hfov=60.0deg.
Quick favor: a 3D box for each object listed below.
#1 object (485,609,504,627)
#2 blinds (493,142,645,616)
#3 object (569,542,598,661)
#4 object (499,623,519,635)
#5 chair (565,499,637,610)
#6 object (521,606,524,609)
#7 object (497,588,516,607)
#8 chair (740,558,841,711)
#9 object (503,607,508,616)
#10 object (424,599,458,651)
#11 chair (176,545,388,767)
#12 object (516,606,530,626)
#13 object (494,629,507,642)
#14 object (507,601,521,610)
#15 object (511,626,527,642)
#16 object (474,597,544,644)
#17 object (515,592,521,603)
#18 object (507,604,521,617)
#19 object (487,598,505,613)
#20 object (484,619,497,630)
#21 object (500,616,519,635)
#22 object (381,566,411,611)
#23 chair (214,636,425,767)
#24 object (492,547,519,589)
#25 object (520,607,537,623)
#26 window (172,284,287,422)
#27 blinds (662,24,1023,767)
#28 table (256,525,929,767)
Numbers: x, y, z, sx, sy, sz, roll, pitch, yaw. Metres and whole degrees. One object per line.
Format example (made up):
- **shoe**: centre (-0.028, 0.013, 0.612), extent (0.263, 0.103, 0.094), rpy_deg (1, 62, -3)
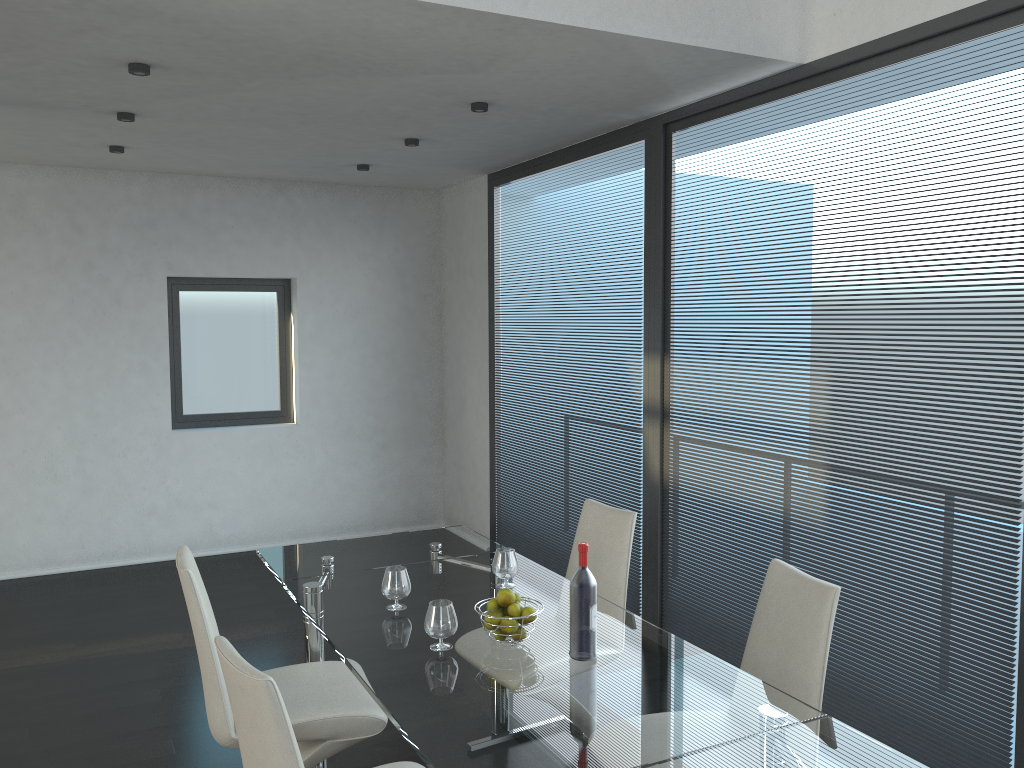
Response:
- **object**: centre (-0.052, 0.681, 2.581), extent (0.055, 0.048, 0.054), rpy_deg (-3, 5, -33)
- **blinds**: centre (0.281, -0.032, 5.424), extent (0.018, 2.537, 1.787), rpy_deg (-2, 5, -26)
- **object**: centre (0.201, 0.610, 2.497), extent (0.082, 0.326, 0.082), rpy_deg (-1, 4, -6)
- **object**: centre (-0.010, 0.723, 2.647), extent (0.061, 0.056, 0.059), rpy_deg (1, 4, 18)
- **chair**: centre (0.150, 0.964, 3.356), extent (0.612, 0.959, 0.471), rpy_deg (-3, 5, -31)
- **object**: centre (0.021, 0.687, 2.667), extent (0.040, 0.040, 0.039), rpy_deg (-3, 5, -35)
- **object**: centre (-0.018, 0.629, 2.613), extent (0.055, 0.056, 0.055), rpy_deg (-2, 5, -26)
- **chair**: centre (0.574, 1.026, 2.502), extent (0.612, 0.959, 0.471), rpy_deg (-2, 4, -16)
- **object**: centre (-0.023, 0.683, 2.672), extent (0.047, 0.045, 0.047), rpy_deg (-2, 5, -22)
- **object**: centre (-0.207, 0.703, 2.586), extent (0.098, 0.132, 0.098), rpy_deg (-1, 4, -7)
- **chair**: centre (-0.752, 1.003, 2.886), extent (0.612, 0.959, 0.471), rpy_deg (-2, 5, -21)
- **object**: centre (0.040, 0.688, 2.630), extent (0.058, 0.058, 0.058), rpy_deg (2, 5, 30)
- **object**: centre (-0.034, 0.737, 2.603), extent (0.038, 0.038, 0.038), rpy_deg (-2, 5, -23)
- **object**: centre (0.006, 0.664, 2.635), extent (0.040, 0.038, 0.040), rpy_deg (3, 5, 35)
- **object**: centre (0.019, 0.732, 2.600), extent (0.048, 0.048, 0.048), rpy_deg (-1, 4, -15)
- **object**: centre (-0.008, 0.708, 2.617), extent (0.206, 0.105, 0.206), rpy_deg (1, 4, 18)
- **object**: centre (0.003, 0.649, 2.673), extent (0.047, 0.045, 0.047), rpy_deg (-2, 5, -26)
- **object**: centre (0.006, 0.662, 2.582), extent (0.040, 0.043, 0.044), rpy_deg (-1, 4, -12)
- **object**: centre (-0.050, 0.664, 2.635), extent (0.050, 0.054, 0.055), rpy_deg (2, 5, 33)
- **object**: centre (-0.061, 0.706, 2.624), extent (0.045, 0.042, 0.045), rpy_deg (-3, 5, -32)
- **object**: centre (-0.008, 0.697, 2.564), extent (0.054, 0.055, 0.053), rpy_deg (2, 5, 28)
- **object**: centre (-0.384, 0.677, 2.942), extent (0.098, 0.132, 0.098), rpy_deg (-1, 4, -7)
- **chair**: centre (-0.363, 1.057, 2.138), extent (0.612, 0.959, 0.471), rpy_deg (-3, 5, -36)
- **object**: centre (-0.023, 0.658, 3.174), extent (0.098, 0.132, 0.098), rpy_deg (-1, 4, -7)
- **object**: centre (0.049, 0.674, 2.586), extent (0.047, 0.048, 0.047), rpy_deg (2, 5, 26)
- **window**: centre (-2.094, -0.236, 6.603), extent (0.800, 1.000, 0.050), rpy_deg (-2, 5, -26)
- **blinds**: centre (1.185, 0.098, 3.615), extent (0.018, 2.537, 1.874), rpy_deg (-2, 5, -26)
- **table**: centre (-0.040, 1.124, 2.727), extent (0.940, 0.731, 2.720), rpy_deg (-2, 5, -26)
